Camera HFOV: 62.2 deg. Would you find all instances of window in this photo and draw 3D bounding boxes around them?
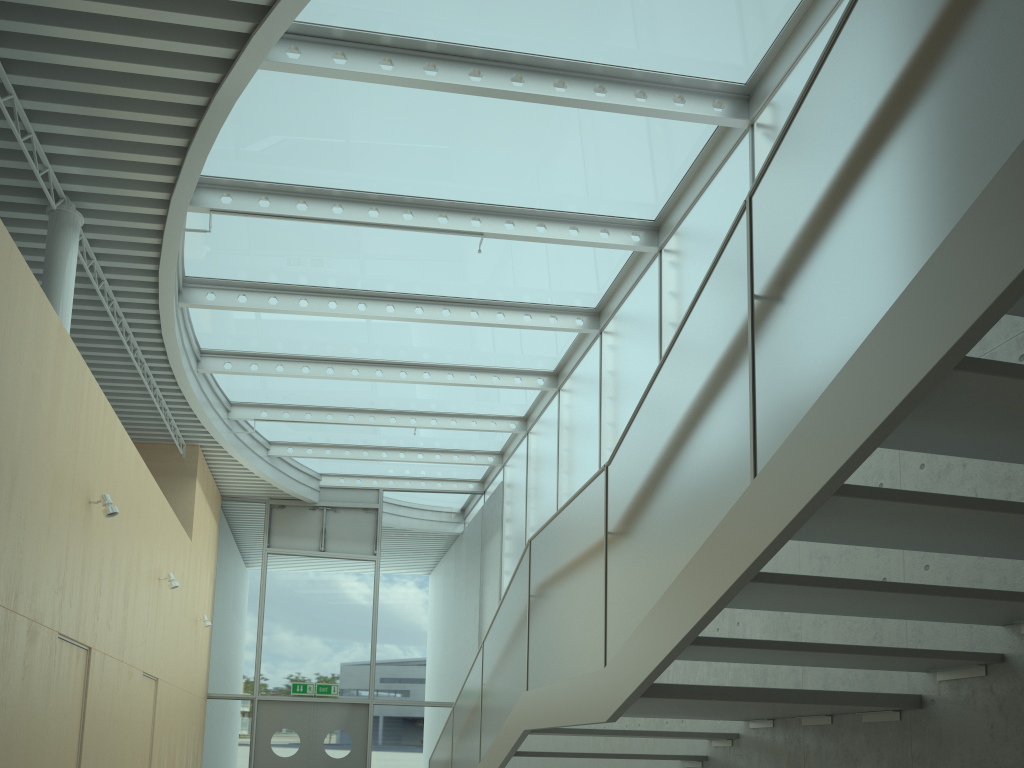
[{"bbox_3d":[-1.450,2.215,9.905,4.806,5.924,16.883,4,-22,-11],"label":"window"},{"bbox_3d":[-2.902,4.746,15.243,4.882,5.994,0.114,5,-9,-13],"label":"window"},{"bbox_3d":[0.704,0.997,10.596,0.030,2.596,16.697,3,-23,-12],"label":"window"}]

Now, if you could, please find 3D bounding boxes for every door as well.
[{"bbox_3d":[-3.509,6.594,14.830,1.932,2.009,0.182,5,-9,-13],"label":"door"}]

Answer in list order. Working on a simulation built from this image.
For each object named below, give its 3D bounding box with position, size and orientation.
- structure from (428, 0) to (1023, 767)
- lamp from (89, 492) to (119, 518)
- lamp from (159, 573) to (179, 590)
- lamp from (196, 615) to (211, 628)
[{"bbox_3d":[1.180,1.314,4.346,1.893,3.980,13.453,4,-22,-12],"label":"structure"},{"bbox_3d":[-3.243,0.959,6.752,0.237,0.187,0.146,12,-18,-31],"label":"lamp"},{"bbox_3d":[-3.944,2.262,9.772,0.237,0.187,0.146,12,-18,-31],"label":"lamp"},{"bbox_3d":[-4.649,3.575,12.814,0.237,0.187,0.146,12,-18,-31],"label":"lamp"}]
